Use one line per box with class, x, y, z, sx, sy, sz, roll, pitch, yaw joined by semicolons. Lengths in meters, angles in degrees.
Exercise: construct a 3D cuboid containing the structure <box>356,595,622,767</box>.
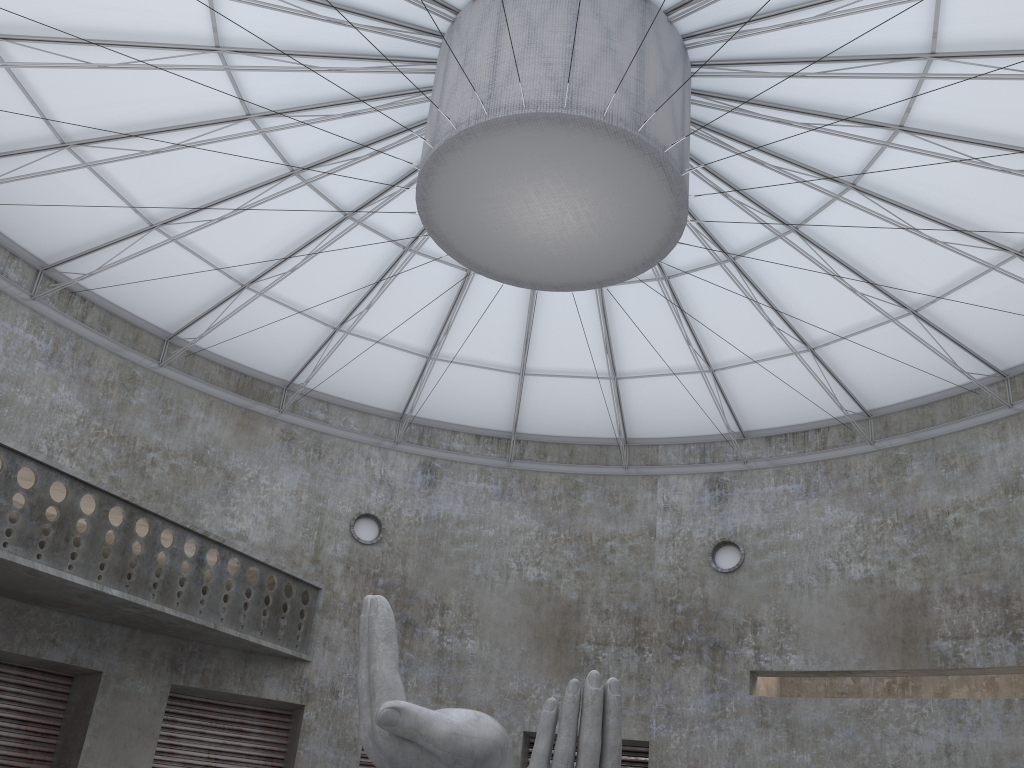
structure;1.798;6.798;16.024;10.760;5.596;15.892;12;-27;-13
